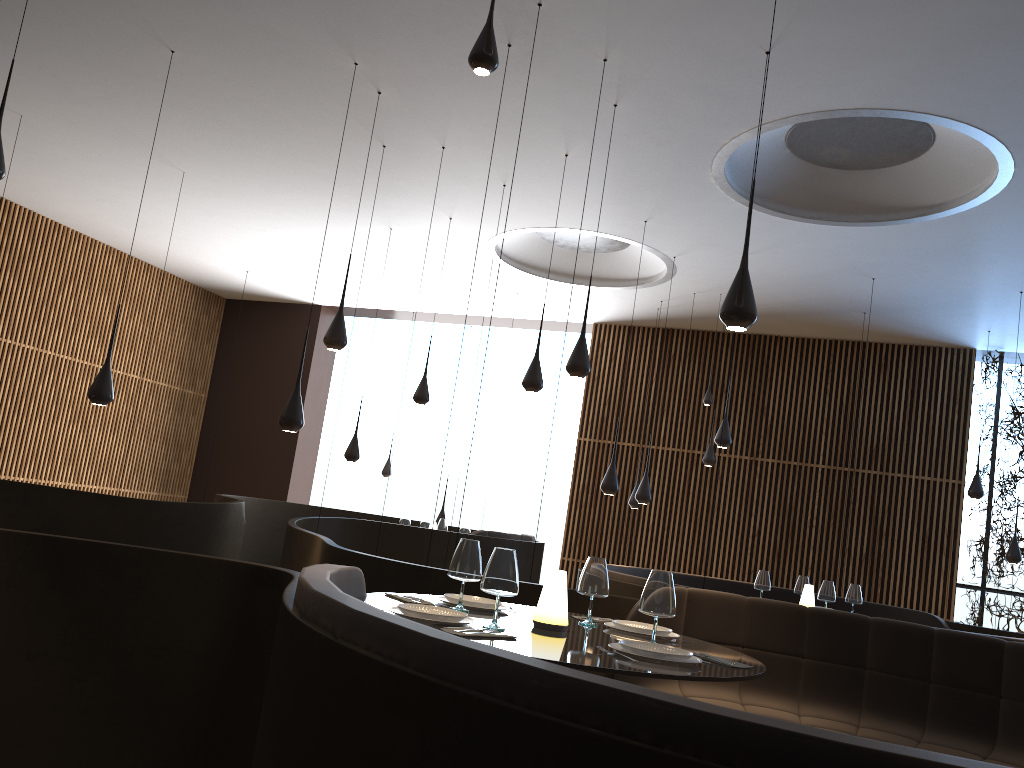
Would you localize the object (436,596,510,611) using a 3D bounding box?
[{"bbox_3d":[-0.176,0.978,3.937,0.331,0.014,0.333,5,-9,21],"label":"object"}]

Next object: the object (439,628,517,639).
[{"bbox_3d":[-0.115,0.855,3.031,0.263,0.017,0.126,16,-11,-40],"label":"object"}]

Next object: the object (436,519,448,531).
[{"bbox_3d":[-0.856,1.791,10.802,0.142,0.294,0.142,5,-8,23],"label":"object"}]

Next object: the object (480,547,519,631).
[{"bbox_3d":[-0.046,0.757,3.280,0.142,0.294,0.142,3,-9,37],"label":"object"}]

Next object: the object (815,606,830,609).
[{"bbox_3d":[2.831,2.071,8.175,0.263,0.029,0.264,11,-9,-14],"label":"object"}]

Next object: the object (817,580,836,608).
[{"bbox_3d":[2.600,1.776,7.326,0.142,0.294,0.142,10,-8,-9],"label":"object"}]

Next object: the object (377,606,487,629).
[{"bbox_3d":[-0.301,0.859,3.275,0.410,0.012,0.205,0,-12,45],"label":"object"}]

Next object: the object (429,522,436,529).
[{"bbox_3d":[-1.008,1.859,11.190,0.142,0.231,0.145,2,-10,41],"label":"object"}]

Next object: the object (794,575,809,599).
[{"bbox_3d":[2.645,1.900,8.089,0.142,0.294,0.142,10,-8,-13],"label":"object"}]

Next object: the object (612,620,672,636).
[{"bbox_3d":[0.568,1.071,3.879,0.264,0.029,0.263,14,-10,-32],"label":"object"}]

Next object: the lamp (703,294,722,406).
[{"bbox_3d":[2.674,-0.459,11.728,0.133,1.504,0.133,7,-7,15],"label":"lamp"}]

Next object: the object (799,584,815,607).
[{"bbox_3d":[2.582,1.868,7.737,0.144,0.231,0.143,3,-9,35],"label":"object"}]

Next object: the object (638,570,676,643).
[{"bbox_3d":[0.555,0.864,3.389,0.142,0.294,0.142,12,-8,-24],"label":"object"}]

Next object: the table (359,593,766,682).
[{"bbox_3d":[0.074,1.476,3.472,1.677,1.020,1.673,14,-10,-35],"label":"table"}]

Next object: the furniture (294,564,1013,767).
[{"bbox_3d":[0.869,1.272,2.199,3.931,1.044,1.989,6,-9,17],"label":"furniture"}]

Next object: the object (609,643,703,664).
[{"bbox_3d":[0.507,0.959,3.143,0.332,0.014,0.332,11,-9,-15],"label":"object"}]

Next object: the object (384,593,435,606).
[{"bbox_3d":[-0.440,0.924,3.800,0.127,0.017,0.262,14,-10,-30],"label":"object"}]

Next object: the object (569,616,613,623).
[{"bbox_3d":[0.401,1.102,4.130,0.262,0.017,0.126,15,-11,-35],"label":"object"}]

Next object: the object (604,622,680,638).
[{"bbox_3d":[0.567,1.080,3.878,0.333,0.014,0.332,15,-11,-35],"label":"object"}]

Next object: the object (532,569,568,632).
[{"bbox_3d":[0.167,0.862,3.550,0.142,0.231,0.145,9,-8,-6],"label":"object"}]

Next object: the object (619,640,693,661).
[{"bbox_3d":[0.508,0.949,3.145,0.263,0.029,0.264,8,-9,4],"label":"object"}]

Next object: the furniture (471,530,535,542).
[{"bbox_3d":[-0.257,2.384,11.207,0.930,1.057,2.542,6,-9,16],"label":"furniture"}]

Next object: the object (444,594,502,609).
[{"bbox_3d":[-0.174,0.968,3.938,0.263,0.029,0.264,5,-9,24],"label":"object"}]

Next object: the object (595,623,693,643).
[{"bbox_3d":[0.570,1.082,3.875,0.205,0.012,0.411,16,-11,-39],"label":"object"}]

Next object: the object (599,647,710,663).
[{"bbox_3d":[0.504,0.959,3.140,0.412,0.012,0.204,15,-11,-38],"label":"object"}]

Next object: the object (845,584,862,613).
[{"bbox_3d":[2.991,1.903,7.765,0.142,0.294,0.142,2,-10,41],"label":"object"}]

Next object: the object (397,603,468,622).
[{"bbox_3d":[-0.295,0.848,3.274,0.264,0.029,0.263,14,-10,-30],"label":"object"}]

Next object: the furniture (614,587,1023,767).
[{"bbox_3d":[1.715,1.702,4.410,2.529,1.057,0.935,5,-9,25],"label":"furniture"}]

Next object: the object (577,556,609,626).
[{"bbox_3d":[0.357,0.916,3.921,0.142,0.294,0.142,6,-8,19],"label":"object"}]

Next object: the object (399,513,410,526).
[{"bbox_3d":[-1.354,1.773,11.170,0.142,0.294,0.142,6,-8,17],"label":"object"}]

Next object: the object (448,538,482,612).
[{"bbox_3d":[-0.199,0.803,3.728,0.142,0.294,0.142,11,-8,-20],"label":"object"}]

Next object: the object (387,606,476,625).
[{"bbox_3d":[-0.297,0.858,3.273,0.332,0.014,0.333,8,-9,2],"label":"object"}]

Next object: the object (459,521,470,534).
[{"bbox_3d":[-0.606,1.906,11.303,0.142,0.294,0.142,10,-8,-12],"label":"object"}]

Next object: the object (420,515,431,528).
[{"bbox_3d":[-1.135,1.869,11.581,0.142,0.294,0.142,9,-8,-7],"label":"object"}]

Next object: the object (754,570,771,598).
[{"bbox_3d":[2.174,1.770,7.703,0.142,0.294,0.142,11,-8,-19],"label":"object"}]

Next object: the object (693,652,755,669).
[{"bbox_3d":[0.760,1.027,3.297,0.127,0.017,0.262,14,-10,-34],"label":"object"}]

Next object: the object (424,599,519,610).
[{"bbox_3d":[-0.172,0.980,3.940,0.412,0.012,0.204,14,-10,-34],"label":"object"}]

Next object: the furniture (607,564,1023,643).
[{"bbox_3d":[2.454,2.416,7.704,3.791,1.114,3.893,9,-9,-5],"label":"furniture"}]
